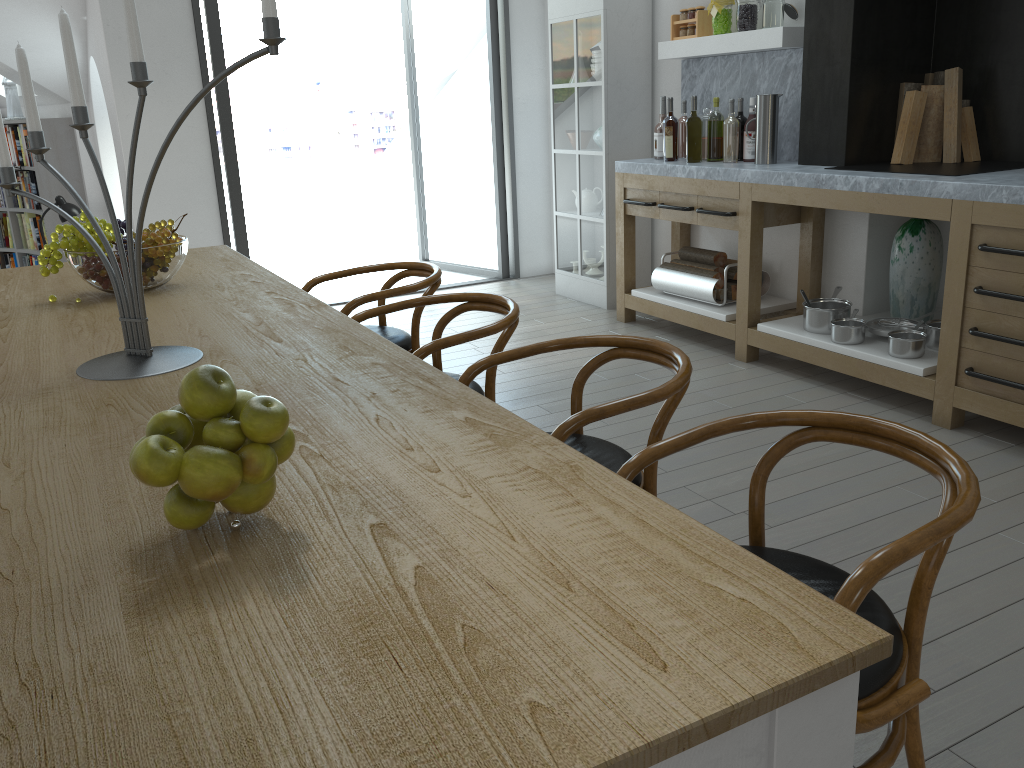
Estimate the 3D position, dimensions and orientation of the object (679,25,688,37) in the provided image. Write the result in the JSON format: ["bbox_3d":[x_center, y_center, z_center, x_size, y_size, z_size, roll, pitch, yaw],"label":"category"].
[{"bbox_3d":[0.987,-2.015,5.072,0.058,0.075,0.059,-4,17,-4],"label":"object"}]

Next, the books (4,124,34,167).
[{"bbox_3d":[-4.211,-2.104,7.795,1.017,0.359,0.294,14,24,42],"label":"books"}]

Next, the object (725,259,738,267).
[{"bbox_3d":[1.219,-0.679,5.051,0.071,0.072,0.425,-12,20,-28],"label":"object"}]

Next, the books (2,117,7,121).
[{"bbox_3d":[-4.933,-2.450,8.231,0.336,0.036,0.319,5,19,24],"label":"books"}]

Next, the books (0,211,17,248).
[{"bbox_3d":[-4.973,-1.482,8.459,0.974,0.349,0.253,2,17,14],"label":"books"}]

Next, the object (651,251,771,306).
[{"bbox_3d":[1.113,-0.605,4.988,0.430,0.229,0.530,-12,20,-28],"label":"object"}]

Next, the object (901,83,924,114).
[{"bbox_3d":[1.865,-1.220,4.156,0.131,0.364,0.068,-6,17,-13],"label":"object"}]

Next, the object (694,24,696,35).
[{"bbox_3d":[1.051,-1.981,4.957,0.058,0.075,0.059,-4,17,-4],"label":"object"}]

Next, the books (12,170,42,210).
[{"bbox_3d":[-4.187,-1.736,7.892,0.280,0.355,1.056,-17,22,-40],"label":"books"}]

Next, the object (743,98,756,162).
[{"bbox_3d":[1.261,-1.334,4.658,0.081,0.327,0.082,-3,16,0],"label":"object"}]

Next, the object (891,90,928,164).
[{"bbox_3d":[1.826,-1.176,4.079,0.148,0.333,0.081,-15,20,-36],"label":"object"}]

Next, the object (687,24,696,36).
[{"bbox_3d":[1.019,-1.998,5.015,0.058,0.075,0.059,-4,17,-4],"label":"object"}]

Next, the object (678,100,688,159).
[{"bbox_3d":[0.992,-1.465,5.114,0.085,0.328,0.086,-8,17,-18],"label":"object"}]

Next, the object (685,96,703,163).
[{"bbox_3d":[0.981,-1.368,4.780,0.093,0.356,0.093,2,17,16],"label":"object"}]

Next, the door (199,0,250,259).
[{"bbox_3d":[-2.073,-1.722,6.150,0.080,2.328,1.057,-11,18,-26],"label":"door"}]

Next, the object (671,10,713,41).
[{"bbox_3d":[1.018,-2.020,5.006,0.121,0.145,0.238,-11,19,-26],"label":"object"}]

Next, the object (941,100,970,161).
[{"bbox_3d":[2.073,-1.176,4.145,0.105,0.293,0.111,10,20,36],"label":"object"}]

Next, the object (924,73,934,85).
[{"bbox_3d":[1.998,-1.275,4.271,0.088,0.422,0.068,-6,17,-13],"label":"object"}]

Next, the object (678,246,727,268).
[{"bbox_3d":[1.081,-0.716,5.035,0.104,0.101,0.293,-12,20,-28],"label":"object"}]

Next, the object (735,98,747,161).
[{"bbox_3d":[1.223,-1.364,4.756,0.085,0.328,0.086,-8,17,-18],"label":"object"}]

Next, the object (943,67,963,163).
[{"bbox_3d":[2.012,-1.217,4.029,0.078,0.424,0.149,0,16,7],"label":"object"}]

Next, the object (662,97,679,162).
[{"bbox_3d":[0.885,-1.414,4.948,0.093,0.356,0.093,-1,16,6],"label":"object"}]

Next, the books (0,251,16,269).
[{"bbox_3d":[-5.037,-1.125,8.596,0.872,0.348,0.274,2,17,13],"label":"books"}]

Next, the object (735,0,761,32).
[{"bbox_3d":[1.222,-1.922,4.601,0.120,0.181,0.121,-6,17,-12],"label":"object"}]

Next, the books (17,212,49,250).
[{"bbox_3d":[-4.161,-1.370,7.999,0.277,0.345,1.024,-17,23,-40],"label":"books"}]

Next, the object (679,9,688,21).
[{"bbox_3d":[0.983,-2.097,5.048,0.058,0.075,0.059,-4,17,-4],"label":"object"}]

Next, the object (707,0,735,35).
[{"bbox_3d":[1.125,-1.978,4.768,0.128,0.198,0.164,-13,20,-31],"label":"object"}]

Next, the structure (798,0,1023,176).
[{"bbox_3d":[1.854,-1.892,3.777,0.782,1.869,1.082,-11,18,-26],"label":"structure"}]

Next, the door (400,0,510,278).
[{"bbox_3d":[-0.457,-2.046,6.939,0.080,2.328,1.055,-17,22,-40],"label":"door"}]

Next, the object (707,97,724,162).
[{"bbox_3d":[1.100,-1.371,4.786,0.092,0.336,0.092,-5,16,-9],"label":"object"}]

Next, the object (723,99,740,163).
[{"bbox_3d":[1.151,-1.327,4.657,0.085,0.328,0.086,-8,17,-18],"label":"object"}]

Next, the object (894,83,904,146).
[{"bbox_3d":[1.850,-1.243,4.209,0.075,0.356,0.058,-6,17,-13],"label":"object"}]

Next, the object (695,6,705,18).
[{"bbox_3d":[1.047,-2.064,4.934,0.058,0.075,0.059,-4,17,-4],"label":"object"}]

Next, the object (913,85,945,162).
[{"bbox_3d":[1.939,-1.198,4.117,0.130,0.363,0.072,-5,16,-9],"label":"object"}]

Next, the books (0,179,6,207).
[{"bbox_3d":[-4.793,-1.846,8.329,0.553,0.348,0.257,3,18,18],"label":"books"}]

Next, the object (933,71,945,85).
[{"bbox_3d":[2.025,-1.244,4.209,0.111,0.455,0.090,-11,18,-26],"label":"object"}]

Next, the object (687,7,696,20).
[{"bbox_3d":[1.015,-2.080,4.991,0.058,0.075,0.059,-4,17,-4],"label":"object"}]

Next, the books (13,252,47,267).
[{"bbox_3d":[-4.204,-1.016,8.142,1.188,0.356,0.305,13,23,41],"label":"books"}]

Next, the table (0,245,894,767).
[{"bbox_3d":[-0.841,0.303,2.189,1.021,0.792,3.369,-11,19,-26],"label":"table"}]

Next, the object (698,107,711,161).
[{"bbox_3d":[1.088,-1.400,4.956,0.184,0.284,0.186,-4,17,-3],"label":"object"}]

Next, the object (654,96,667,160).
[{"bbox_3d":[0.875,-1.482,5.136,0.085,0.357,0.089,-4,16,-6],"label":"object"}]

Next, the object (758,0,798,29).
[{"bbox_3d":[1.325,-1.866,4.419,0.207,0.176,0.104,-4,17,-5],"label":"object"}]

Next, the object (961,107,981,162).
[{"bbox_3d":[2.095,-1.143,4.070,0.057,0.249,0.114,-10,18,-23],"label":"object"}]

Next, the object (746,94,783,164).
[{"bbox_3d":[1.282,-1.291,4.495,0.114,0.337,0.165,-10,18,-23],"label":"object"}]

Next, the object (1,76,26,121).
[{"bbox_3d":[-4.418,-2.570,7.820,0.179,0.469,0.180,-8,17,-18],"label":"object"}]
